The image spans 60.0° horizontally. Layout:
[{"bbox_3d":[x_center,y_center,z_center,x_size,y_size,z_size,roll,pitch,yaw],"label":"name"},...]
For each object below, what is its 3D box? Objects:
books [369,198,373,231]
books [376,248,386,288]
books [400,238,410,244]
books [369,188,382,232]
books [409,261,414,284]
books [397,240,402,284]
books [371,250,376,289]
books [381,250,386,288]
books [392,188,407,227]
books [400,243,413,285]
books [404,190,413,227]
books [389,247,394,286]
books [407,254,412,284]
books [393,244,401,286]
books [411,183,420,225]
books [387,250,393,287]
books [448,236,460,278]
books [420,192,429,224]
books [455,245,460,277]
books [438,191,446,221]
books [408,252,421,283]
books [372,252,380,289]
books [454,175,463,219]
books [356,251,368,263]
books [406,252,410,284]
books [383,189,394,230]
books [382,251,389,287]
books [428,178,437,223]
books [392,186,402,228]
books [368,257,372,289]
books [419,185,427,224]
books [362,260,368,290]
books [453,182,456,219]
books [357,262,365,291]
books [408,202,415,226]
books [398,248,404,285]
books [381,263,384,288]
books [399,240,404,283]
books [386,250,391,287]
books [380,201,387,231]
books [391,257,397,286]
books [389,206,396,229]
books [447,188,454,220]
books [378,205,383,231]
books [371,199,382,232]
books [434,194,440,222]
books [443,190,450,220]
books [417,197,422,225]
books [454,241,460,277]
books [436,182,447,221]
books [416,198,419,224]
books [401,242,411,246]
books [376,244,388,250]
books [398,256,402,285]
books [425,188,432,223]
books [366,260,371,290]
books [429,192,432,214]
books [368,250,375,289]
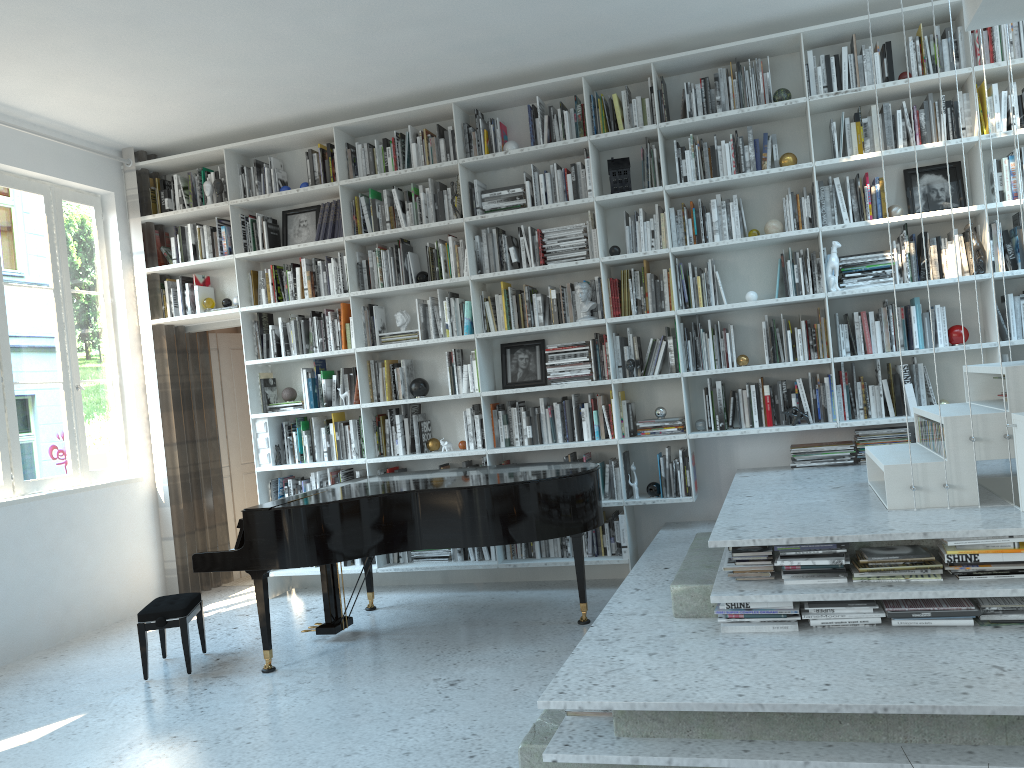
[{"bbox_3d":[-0.911,-1.115,5.977,0.011,0.260,0.157,-5,0,17],"label":"books"},{"bbox_3d":[-0.858,-0.763,5.961,0.010,0.283,0.183,-5,0,17],"label":"books"},{"bbox_3d":[-0.701,-0.803,5.935,0.005,0.331,0.161,-5,0,17],"label":"books"},{"bbox_3d":[-0.906,-1.143,5.965,0.012,0.315,0.171,-5,0,17],"label":"books"},{"bbox_3d":[-0.651,-0.747,5.925,0.004,0.209,0.132,-5,0,17],"label":"books"},{"bbox_3d":[-0.720,-0.796,5.938,0.004,0.321,0.153,-5,0,17],"label":"books"},{"bbox_3d":[-0.898,-0.756,5.981,0.012,0.276,0.157,-5,0,17],"label":"books"},{"bbox_3d":[-0.824,-0.757,5.943,0.009,0.263,0.189,-5,0,17],"label":"books"},{"bbox_3d":[-0.717,-1.147,5.908,0.075,0.285,0.178,-5,0,17],"label":"books"},{"bbox_3d":[-0.689,-0.782,5.909,0.011,0.287,0.188,-5,0,17],"label":"books"},{"bbox_3d":[-0.663,-1.142,5.908,0.027,0.265,0.168,-5,0,17],"label":"books"},{"bbox_3d":[-0.771,-0.770,5.943,0.011,0.279,0.169,-5,0,17],"label":"books"},{"bbox_3d":[-0.659,-0.750,5.929,0.012,0.218,0.151,-5,0,17],"label":"books"},{"bbox_3d":[-0.741,-0.779,5.931,0.011,0.291,0.176,-5,0,17],"label":"books"},{"bbox_3d":[-0.622,-1.168,5.887,0.012,0.308,0.145,-5,0,17],"label":"books"},{"bbox_3d":[-0.781,-0.760,5.940,0.009,0.261,0.180,-5,0,17],"label":"books"},{"bbox_3d":[-0.361,-0.813,5.818,0.022,0.284,0.190,-5,0,17],"label":"books"},{"bbox_3d":[-0.549,-1.134,5.854,0.021,0.226,0.191,-5,0,17],"label":"books"},{"bbox_3d":[-0.329,-0.789,5.820,0.011,0.229,0.165,-5,0,17],"label":"books"},{"bbox_3d":[-0.429,-1.142,5.825,0.030,0.218,0.182,-5,0,17],"label":"books"},{"bbox_3d":[-0.639,-0.759,5.913,0.031,0.232,0.147,-5,0,17],"label":"books"},{"bbox_3d":[-0.880,-0.751,5.977,0.024,0.262,0.177,-5,0,17],"label":"books"},{"bbox_3d":[-0.334,-1.194,5.794,0.058,0.302,0.175,-5,0,17],"label":"books"},{"bbox_3d":[-1.005,-0.749,6.032,0.012,0.285,0.159,-5,0,17],"label":"books"},{"bbox_3d":[-0.668,-0.759,5.939,0.009,0.237,0.134,-5,0,17],"label":"books"},{"bbox_3d":[-0.807,-1.142,5.943,0.023,0.293,0.155,-5,0,17],"label":"books"},{"bbox_3d":[-0.813,-0.752,5.942,0.012,0.251,0.184,-5,0,17],"label":"books"},{"bbox_3d":[-0.497,-1.183,5.841,0.011,0.313,0.183,-5,0,17],"label":"books"},{"bbox_3d":[-0.753,-1.158,5.945,0.013,0.315,0.135,-5,0,17],"label":"books"},{"bbox_3d":[-0.929,-0.734,6.003,0.012,0.240,0.134,-5,0,17],"label":"books"},{"bbox_3d":[-0.567,-1.162,5.884,0.026,0.286,0.137,-5,0,17],"label":"books"},{"bbox_3d":[-0.966,-0.723,6.029,0.029,0.225,0.136,-5,0,17],"label":"books"},{"bbox_3d":[-0.347,-1.173,5.799,0.055,0.264,0.166,-5,0,17],"label":"books"},{"bbox_3d":[-0.994,-0.712,6.012,0.015,0.208,0.186,-5,0,17],"label":"books"},{"bbox_3d":[-0.635,-1.102,5.894,0.028,0.180,0.168,-5,0,17],"label":"books"},{"bbox_3d":[-0.713,-0.767,5.929,0.010,0.262,0.158,-5,0,17],"label":"books"},{"bbox_3d":[-0.830,-0.718,5.972,0.029,0.187,0.149,-5,0,17],"label":"books"},{"bbox_3d":[-0.705,-0.795,5.939,0.005,0.316,0.157,-5,0,17],"label":"books"},{"bbox_3d":[-0.796,-0.759,5.962,0.010,0.261,0.169,-5,0,17],"label":"books"},{"bbox_3d":[-0.828,-1.102,5.951,0.029,0.219,0.157,-5,0,17],"label":"books"},{"bbox_3d":[-0.759,-0.736,5.933,0.011,0.209,0.181,-5,0,17],"label":"books"},{"bbox_3d":[-0.771,-1.089,5.945,0.034,0.180,0.160,-5,0,17],"label":"books"},{"bbox_3d":[-0.378,-1.156,5.829,0.025,0.237,0.153,-5,0,17],"label":"books"},{"bbox_3d":[-0.850,-1.091,5.966,0.024,0.201,0.153,-5,0,17],"label":"books"},{"bbox_3d":[-0.882,-1.109,5.960,0.031,0.242,0.181,-5,0,17],"label":"books"},{"bbox_3d":[-0.470,-1.135,5.857,0.024,0.213,0.150,-5,0,17],"label":"books"},{"bbox_3d":[-0.403,-1.147,5.821,0.022,0.222,0.161,-5,0,17],"label":"books"},{"bbox_3d":[-0.584,-1.121,5.877,0.010,0.208,0.173,-5,0,17],"label":"books"},{"bbox_3d":[-0.342,-0.802,5.820,0.010,0.257,0.140,-5,0,17],"label":"books"},{"bbox_3d":[-0.451,-1.176,5.852,0.022,0.290,0.146,-5,0,17],"label":"books"},{"bbox_3d":[-0.593,-1.122,5.907,0.024,0.212,0.128,-5,0,17],"label":"books"},{"bbox_3d":[-0.696,-0.791,5.932,0.005,0.305,0.162,-5,0,17],"label":"books"},{"bbox_3d":[-0.863,-0.780,5.985,0.011,0.317,0.154,-5,0,17],"label":"books"},{"bbox_3d":[-0.719,-0.744,5.952,0.012,0.217,0.133,-5,0,17],"label":"books"},{"bbox_3d":[-0.522,-1.154,5.864,0.028,0.261,0.135,-5,0,17],"label":"books"},{"bbox_3d":[-0.941,-0.723,6.021,0.024,0.219,0.140,-5,0,17],"label":"books"},{"bbox_3d":[-0.502,-1.141,5.855,0.013,0.231,0.141,-5,0,17],"label":"books"},{"bbox_3d":[-0.915,-0.756,5.990,0.026,0.279,0.151,-5,0,17],"label":"books"}]
